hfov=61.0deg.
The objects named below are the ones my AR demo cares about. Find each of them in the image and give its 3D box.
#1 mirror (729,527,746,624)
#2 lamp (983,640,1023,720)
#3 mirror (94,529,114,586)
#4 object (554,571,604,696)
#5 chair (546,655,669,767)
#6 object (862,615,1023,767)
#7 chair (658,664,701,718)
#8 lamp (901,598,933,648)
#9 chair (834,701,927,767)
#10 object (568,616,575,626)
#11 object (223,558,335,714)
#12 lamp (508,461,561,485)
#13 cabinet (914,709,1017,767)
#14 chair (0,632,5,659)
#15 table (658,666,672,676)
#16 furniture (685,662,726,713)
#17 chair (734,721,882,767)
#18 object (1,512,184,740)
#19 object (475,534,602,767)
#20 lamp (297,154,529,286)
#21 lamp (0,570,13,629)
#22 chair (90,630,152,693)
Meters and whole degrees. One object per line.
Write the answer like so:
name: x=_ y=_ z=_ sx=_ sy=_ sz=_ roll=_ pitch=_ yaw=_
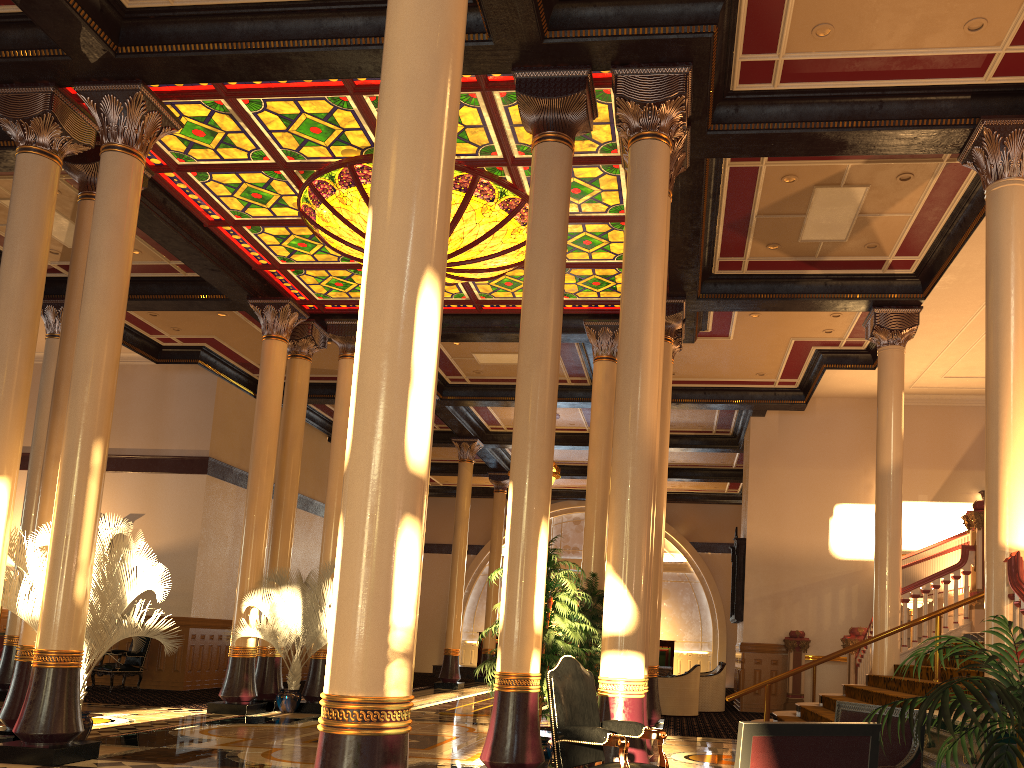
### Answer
mirror: x=4.678 y=3.970 z=18.138 sx=0.252 sy=1.944 sz=1.849 roll=2 pitch=-12 yaw=11
lamp: x=2.583 y=1.498 z=4.358 sx=0.316 sy=0.411 sz=0.330 roll=2 pitch=-11 yaw=6
mirror: x=-8.169 y=3.219 z=16.267 sx=1.369 sy=1.522 sz=0.206 roll=2 pitch=-7 yaw=7
object: x=0.987 y=3.604 z=11.714 sx=1.040 sy=2.106 sz=1.100 roll=3 pitch=-9 yaw=-2
chair: x=0.595 y=2.182 z=5.169 sx=0.723 sy=1.076 sz=0.779 roll=-1 pitch=-11 yaw=24
object: x=1.969 y=1.535 z=3.350 sx=1.096 sy=1.406 sz=1.048 roll=-5 pitch=-13 yaw=37
chair: x=2.909 y=5.372 z=15.289 sx=0.747 sy=0.893 sz=1.010 roll=-3 pitch=-14 yaw=29
lamp: x=5.584 y=4.012 z=12.154 sx=0.590 sy=1.970 sz=0.584 roll=4 pitch=-8 yaw=-9
chair: x=1.623 y=2.100 z=4.429 sx=0.665 sy=0.900 sz=0.679 roll=7 pitch=-11 yaw=-20
object: x=3.878 y=1.368 z=12.188 sx=0.679 sy=4.186 sz=30.390 roll=4 pitch=-16 yaw=-7
object: x=-2.826 y=3.591 z=12.468 sx=1.794 sy=2.225 sz=2.162 roll=1 pitch=-12 yaw=12
lamp: x=0.520 y=1.654 z=19.355 sx=1.184 sy=1.867 sz=1.226 roll=2 pitch=-10 yaw=4
cabinet: x=2.563 y=2.224 z=4.616 sx=0.542 sy=0.845 sz=1.310 roll=1 pitch=-14 yaw=11
chair: x=-8.817 y=4.703 z=14.827 sx=0.624 sy=0.900 sz=0.723 roll=-3 pitch=-12 yaw=29
table: x=2.529 y=5.852 z=16.804 sx=1.092 sy=0.755 sz=1.703 roll=1 pitch=-15 yaw=10
furniture: x=3.800 y=5.969 z=17.227 sx=0.797 sy=0.922 sz=2.259 roll=1 pitch=-15 yaw=11
chair: x=0.991 y=1.788 z=3.470 sx=0.706 sy=0.901 sz=0.639 roll=7 pitch=-11 yaw=-21
object: x=-3.957 y=2.336 z=8.370 sx=2.063 sy=2.211 sz=1.852 roll=4 pitch=-11 yaw=-3
object: x=0.247 y=2.363 z=7.643 sx=1.129 sy=2.106 sz=1.012 roll=9 pitch=-11 yaw=-32
lamp: x=-1.057 y=-1.684 z=10.502 sx=2.965 sy=0.589 sz=3.119 roll=1 pitch=-16 yaw=7
lamp: x=-9.194 y=4.352 z=15.560 sx=0.607 sy=1.970 sz=0.566 roll=8 pitch=-9 yaw=-30
chair: x=-6.831 y=4.812 z=15.197 sx=0.715 sy=1.076 sz=0.788 roll=-4 pitch=-12 yaw=33
